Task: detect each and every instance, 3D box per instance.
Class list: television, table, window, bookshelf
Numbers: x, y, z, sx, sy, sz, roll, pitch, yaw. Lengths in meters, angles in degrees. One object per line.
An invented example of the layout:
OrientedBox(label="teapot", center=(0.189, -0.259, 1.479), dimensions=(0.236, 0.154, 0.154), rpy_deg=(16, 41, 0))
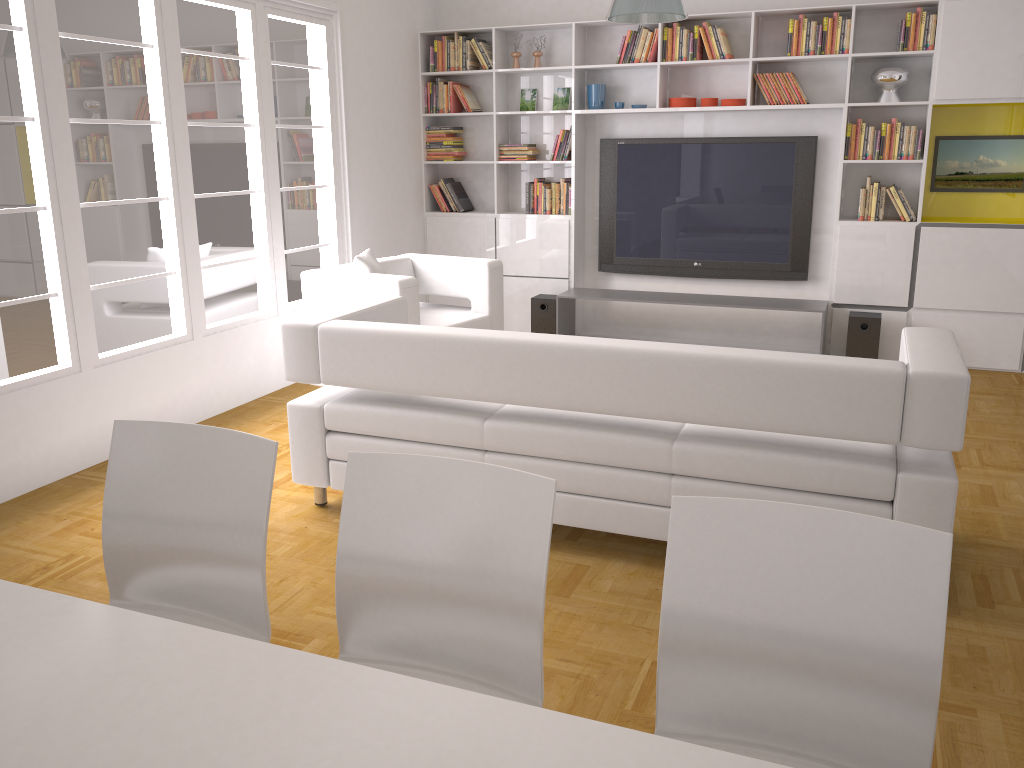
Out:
OrientedBox(label="television", center=(1.492, -1.378, 6.971), dimensions=(1.661, 1.082, 0.082), rpy_deg=(5, 15, 21))
OrientedBox(label="table", center=(1.341, -0.440, 6.758), dimensions=(1.974, 0.432, 0.439), rpy_deg=(5, 16, 21))
OrientedBox(label="table", center=(-0.481, 0.965, 1.034), dimensions=(2.412, 0.719, 1.216), rpy_deg=(5, 16, 21))
OrientedBox(label="window", center=(-1.887, -1.015, 4.997), dimensions=(0.195, 2.515, 3.365), rpy_deg=(5, 16, 21))
OrientedBox(label="bookshelf", center=(1.797, -1.493, 6.742), dimensions=(5.368, 2.468, 0.391), rpy_deg=(5, 15, 21))

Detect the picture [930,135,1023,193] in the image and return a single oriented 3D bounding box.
OrientedBox(label="picture", center=(3.287, -1.542, 6.221), dimensions=(0.609, 0.386, 0.007), rpy_deg=(5, 15, 21))

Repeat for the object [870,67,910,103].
OrientedBox(label="object", center=(2.637, -2.085, 6.206), dimensions=(0.257, 0.238, 0.258), rpy_deg=(8, 17, 29))

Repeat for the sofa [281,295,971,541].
OrientedBox(label="sofa", center=(0.386, 0.158, 3.729), dimensions=(2.624, 0.844, 0.826), rpy_deg=(5, 16, 21))

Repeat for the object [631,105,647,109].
OrientedBox(label="object", center=(0.986, -2.146, 6.873), dimensions=(0.124, 0.032, 0.124), rpy_deg=(1, 15, 7))

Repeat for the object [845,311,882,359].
OrientedBox(label="object", center=(2.484, -0.298, 6.275), dimensions=(0.211, 0.389, 0.218), rpy_deg=(5, 15, 21))

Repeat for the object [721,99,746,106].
OrientedBox(label="object", center=(1.648, -2.091, 6.601), dimensions=(0.182, 0.054, 0.183), rpy_deg=(4, 16, 18))

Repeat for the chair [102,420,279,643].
OrientedBox(label="chair", center=(-0.830, 0.615, 1.964), dimensions=(0.561, 0.926, 0.578), rpy_deg=(5, 15, 21))

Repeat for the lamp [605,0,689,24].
OrientedBox(label="lamp", center=(0.753, -2.662, 4.846), dimensions=(0.465, 1.243, 0.466), rpy_deg=(5, 15, 21))

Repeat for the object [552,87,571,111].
OrientedBox(label="object", center=(0.402, -2.314, 7.209), dimensions=(0.144, 0.189, 0.052), rpy_deg=(5, 15, 21))

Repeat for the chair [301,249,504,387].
OrientedBox(label="chair", center=(-0.663, -0.409, 5.708), dimensions=(0.802, 0.907, 1.100), rpy_deg=(8, 17, 31))

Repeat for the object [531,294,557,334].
OrientedBox(label="object", center=(0.287, -0.510, 7.142), dimensions=(0.211, 0.389, 0.218), rpy_deg=(5, 15, 21))

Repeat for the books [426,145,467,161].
OrientedBox(label="books", center=(-0.559, -1.967, 7.586), dimensions=(0.284, 0.152, 0.208), rpy_deg=(5, 16, 21))

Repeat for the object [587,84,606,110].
OrientedBox(label="object", center=(0.665, -2.254, 6.980), dimensions=(0.147, 0.191, 0.148), rpy_deg=(2, 15, 11))

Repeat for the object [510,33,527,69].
OrientedBox(label="object", center=(0.064, -2.681, 7.164), dimensions=(0.121, 0.278, 0.180), rpy_deg=(7, 16, 27))

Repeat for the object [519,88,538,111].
OrientedBox(label="object", center=(0.134, -2.339, 7.314), dimensions=(0.144, 0.189, 0.052), rpy_deg=(5, 15, 21))

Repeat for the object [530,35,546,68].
OrientedBox(label="object", center=(0.181, -2.665, 7.138), dimensions=(0.179, 0.258, 0.119), rpy_deg=(12, 19, 41))

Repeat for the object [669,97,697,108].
OrientedBox(label="object", center=(1.299, -2.140, 6.757), dimensions=(0.210, 0.072, 0.212), rpy_deg=(-1, 15, -3))

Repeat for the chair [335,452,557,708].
OrientedBox(label="chair", center=(-0.218, 0.674, 1.722), dimensions=(0.561, 0.926, 0.578), rpy_deg=(5, 15, 21))

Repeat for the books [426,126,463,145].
OrientedBox(label="books", center=(-0.575, -2.112, 7.556), dimensions=(0.252, 0.152, 0.208), rpy_deg=(5, 16, 21))

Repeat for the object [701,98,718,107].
OrientedBox(label="object", center=(1.487, -2.115, 6.684), dimensions=(0.129, 0.072, 0.129), rpy_deg=(4, 16, 18))

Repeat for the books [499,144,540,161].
OrientedBox(label="books", center=(0.061, -1.907, 7.341), dimensions=(0.284, 0.152, 0.208), rpy_deg=(5, 16, 21))

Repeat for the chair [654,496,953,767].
OrientedBox(label="chair", center=(0.432, 0.737, 1.466), dimensions=(0.561, 0.926, 0.578), rpy_deg=(5, 15, 21))

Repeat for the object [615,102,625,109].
OrientedBox(label="object", center=(0.841, -2.172, 6.927), dimensions=(0.078, 0.056, 0.078), rpy_deg=(-14, 20, -41))

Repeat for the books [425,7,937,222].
OrientedBox(label="books", center=(1.091, -2.034, 6.862), dimensions=(3.864, 1.448, 0.236), rpy_deg=(5, 15, 21))
